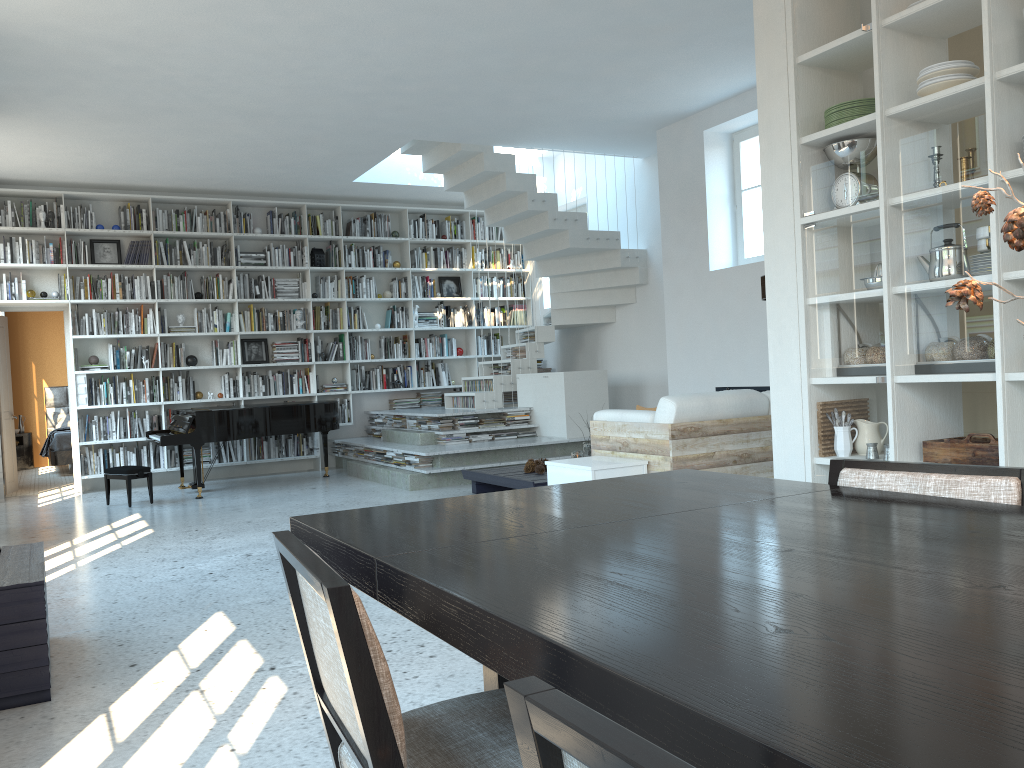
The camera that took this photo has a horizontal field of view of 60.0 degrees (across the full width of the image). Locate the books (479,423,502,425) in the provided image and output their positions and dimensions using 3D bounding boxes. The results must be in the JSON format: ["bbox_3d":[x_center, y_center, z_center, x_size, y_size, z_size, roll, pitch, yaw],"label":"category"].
[{"bbox_3d":[-0.238,0.416,9.310,0.214,0.015,0.177,-3,1,-27],"label":"books"}]

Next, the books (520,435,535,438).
[{"bbox_3d":[0.129,0.552,9.382,0.179,0.010,0.160,-3,1,-28],"label":"books"}]

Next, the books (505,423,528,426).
[{"bbox_3d":[0.027,0.429,9.449,0.220,0.011,0.177,-3,1,-30],"label":"books"}]

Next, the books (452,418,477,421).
[{"bbox_3d":[-0.494,0.368,9.188,0.220,0.018,0.154,-3,1,-27],"label":"books"}]

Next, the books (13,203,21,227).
[{"bbox_3d":[-5.060,-1.705,9.068,0.057,0.263,0.190,-4,1,-28],"label":"books"}]

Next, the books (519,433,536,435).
[{"bbox_3d":[0.125,0.526,9.386,0.225,0.007,0.133,-3,1,-24],"label":"books"}]

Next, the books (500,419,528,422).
[{"bbox_3d":[0.020,0.384,9.457,0.268,0.014,0.160,-3,1,-29],"label":"books"}]

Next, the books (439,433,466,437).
[{"bbox_3d":[-0.606,0.515,8.981,0.233,0.025,0.157,-3,1,-33],"label":"books"}]

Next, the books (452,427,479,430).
[{"bbox_3d":[-0.483,0.457,9.178,0.216,0.015,0.177,-3,1,-30],"label":"books"}]

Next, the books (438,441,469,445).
[{"bbox_3d":[-0.595,0.592,8.969,0.262,0.023,0.200,-3,1,-30],"label":"books"}]

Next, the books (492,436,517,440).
[{"bbox_3d":[-0.098,0.557,9.244,0.250,0.018,0.177,-3,1,-25],"label":"books"}]

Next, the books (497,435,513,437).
[{"bbox_3d":[-0.110,0.539,9.264,0.273,0.009,0.129,-3,1,-25],"label":"books"}]

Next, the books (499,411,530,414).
[{"bbox_3d":[0.026,0.304,9.437,0.285,0.013,0.181,-3,1,-33],"label":"books"}]

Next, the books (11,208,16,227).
[{"bbox_3d":[-5.091,-1.675,9.058,0.030,0.206,0.175,-4,1,-28],"label":"books"}]

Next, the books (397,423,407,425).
[{"bbox_3d":[-1.200,0.446,10.072,0.138,0.017,0.237,-3,1,-29],"label":"books"}]

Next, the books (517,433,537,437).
[{"bbox_3d":[0.128,0.538,9.383,0.234,0.017,0.151,-3,1,-27],"label":"books"}]

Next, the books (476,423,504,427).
[{"bbox_3d":[-0.245,0.431,9.325,0.293,0.014,0.134,-3,1,-31],"label":"books"}]

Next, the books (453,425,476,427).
[{"bbox_3d":[-0.493,0.431,9.195,0.207,0.012,0.131,-3,1,-32],"label":"books"}]

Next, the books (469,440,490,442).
[{"bbox_3d":[-0.356,0.582,9.124,0.208,0.015,0.152,-3,1,-30],"label":"books"}]

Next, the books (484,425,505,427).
[{"bbox_3d":[-0.235,0.441,9.307,0.287,0.005,0.165,-3,1,-23],"label":"books"}]

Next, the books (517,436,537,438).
[{"bbox_3d":[0.132,0.559,9.378,0.261,0.006,0.151,-3,1,-32],"label":"books"}]

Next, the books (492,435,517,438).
[{"bbox_3d":[-0.102,0.546,9.249,0.254,0.005,0.161,-3,1,-32],"label":"books"}]

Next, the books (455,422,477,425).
[{"bbox_3d":[-0.488,0.407,9.182,0.210,0.012,0.168,-3,1,-27],"label":"books"}]

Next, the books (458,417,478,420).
[{"bbox_3d":[-0.490,0.354,9.180,0.228,0.009,0.159,-3,1,-32],"label":"books"}]

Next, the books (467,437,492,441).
[{"bbox_3d":[-0.350,0.565,9.111,0.232,0.019,0.169,-3,1,-33],"label":"books"}]

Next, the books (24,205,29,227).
[{"bbox_3d":[-5.003,-1.706,9.137,0.030,0.257,0.130,-4,1,-28],"label":"books"}]

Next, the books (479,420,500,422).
[{"bbox_3d":[-0.243,0.389,9.316,0.179,0.010,0.160,-3,1,-26],"label":"books"}]

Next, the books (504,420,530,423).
[{"bbox_3d":[0.030,0.395,9.439,0.281,0.008,0.181,-3,1,-23],"label":"books"}]

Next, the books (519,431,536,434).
[{"bbox_3d":[0.122,0.516,9.391,0.228,0.014,0.133,-3,1,-29],"label":"books"}]

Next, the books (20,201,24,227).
[{"bbox_3d":[-5.025,-1.717,9.104,0.039,0.283,0.181,-4,1,-28],"label":"books"}]

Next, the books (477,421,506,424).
[{"bbox_3d":[-0.232,0.401,9.297,0.273,0.014,0.187,-3,1,-33],"label":"books"}]

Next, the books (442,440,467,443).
[{"bbox_3d":[-0.605,0.577,8.986,0.264,0.006,0.164,-3,1,-27],"label":"books"}]

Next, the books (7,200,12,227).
[{"bbox_3d":[-5.123,-1.712,9.052,0.028,0.283,0.189,-4,1,-28],"label":"books"}]

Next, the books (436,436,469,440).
[{"bbox_3d":[-0.605,0.544,8.983,0.292,0.012,0.159,-3,1,-25],"label":"books"}]

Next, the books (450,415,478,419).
[{"bbox_3d":[-0.501,0.342,9.198,0.261,0.016,0.128,-3,1,-29],"label":"books"}]

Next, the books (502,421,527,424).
[{"bbox_3d":[0.019,0.407,9.462,0.262,0.016,0.132,-3,1,-33],"label":"books"}]

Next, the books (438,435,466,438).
[{"bbox_3d":[-0.612,0.533,8.994,0.257,0.010,0.132,-3,1,-24],"label":"books"}]

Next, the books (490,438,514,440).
[{"bbox_3d":[-0.107,0.571,9.262,0.249,0.009,0.144,-3,1,-29],"label":"books"}]

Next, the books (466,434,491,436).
[{"bbox_3d":[-0.360,0.523,9.124,0.242,0.005,0.152,-3,1,-27],"label":"books"}]

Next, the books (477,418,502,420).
[{"bbox_3d":[-0.239,0.366,9.305,0.203,0.011,0.173,-3,1,-33],"label":"books"}]

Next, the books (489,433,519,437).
[{"bbox_3d":[-0.099,0.526,9.241,0.287,0.018,0.190,-3,1,-29],"label":"books"}]

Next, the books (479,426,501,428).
[{"bbox_3d":[-0.235,0.447,9.307,0.291,0.007,0.174,-3,1,-25],"label":"books"}]

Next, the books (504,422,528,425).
[{"bbox_3d":[0.022,0.419,9.457,0.259,0.009,0.152,-3,1,-31],"label":"books"}]

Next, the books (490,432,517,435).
[{"bbox_3d":[-0.110,0.513,9.245,0.274,0.009,0.176,-3,1,-28],"label":"books"}]

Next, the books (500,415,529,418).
[{"bbox_3d":[0.026,0.341,9.441,0.261,0.012,0.179,-3,1,-24],"label":"books"}]

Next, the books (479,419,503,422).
[{"bbox_3d":[-0.241,0.378,9.311,0.245,0.013,0.172,-3,1,-29],"label":"books"}]

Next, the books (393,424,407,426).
[{"bbox_3d":[-1.219,0.462,10.062,0.177,0.014,0.247,-3,1,-30],"label":"books"}]

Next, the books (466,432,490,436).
[{"bbox_3d":[-0.361,0.514,9.126,0.220,0.013,0.149,-3,1,-29],"label":"books"}]

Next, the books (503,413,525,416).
[{"bbox_3d":[0.022,0.323,9.447,0.192,0.024,0.167,-3,1,-23],"label":"books"}]

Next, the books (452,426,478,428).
[{"bbox_3d":[-0.490,0.444,9.190,0.227,0.013,0.148,-3,1,-30],"label":"books"}]

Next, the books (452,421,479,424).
[{"bbox_3d":[-0.490,0.396,9.185,0.260,0.009,0.153,-3,1,-25],"label":"books"}]

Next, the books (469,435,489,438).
[{"bbox_3d":[-0.362,0.535,9.129,0.210,0.018,0.134,-3,1,-25],"label":"books"}]

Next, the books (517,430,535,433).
[{"bbox_3d":[0.122,0.505,9.390,0.215,0.007,0.130,-3,1,-26],"label":"books"}]

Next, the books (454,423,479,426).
[{"bbox_3d":[-0.483,0.419,9.173,0.215,0.013,0.189,-3,1,-29],"label":"books"}]

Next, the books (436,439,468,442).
[{"bbox_3d":[-0.605,0.570,8.986,0.285,0.008,0.159,-3,1,-30],"label":"books"}]

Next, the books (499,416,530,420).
[{"bbox_3d":[0.023,0.362,9.449,0.284,0.030,0.177,-3,1,-27],"label":"books"}]

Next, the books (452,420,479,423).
[{"bbox_3d":[-0.481,0.384,9.165,0.230,0.015,0.190,-3,1,-23],"label":"books"}]

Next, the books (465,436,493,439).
[{"bbox_3d":[-0.356,0.550,9.120,0.272,0.012,0.158,-3,1,-30],"label":"books"}]

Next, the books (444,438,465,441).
[{"bbox_3d":[-0.603,0.556,8.980,0.210,0.012,0.168,-3,1,-24],"label":"books"}]
